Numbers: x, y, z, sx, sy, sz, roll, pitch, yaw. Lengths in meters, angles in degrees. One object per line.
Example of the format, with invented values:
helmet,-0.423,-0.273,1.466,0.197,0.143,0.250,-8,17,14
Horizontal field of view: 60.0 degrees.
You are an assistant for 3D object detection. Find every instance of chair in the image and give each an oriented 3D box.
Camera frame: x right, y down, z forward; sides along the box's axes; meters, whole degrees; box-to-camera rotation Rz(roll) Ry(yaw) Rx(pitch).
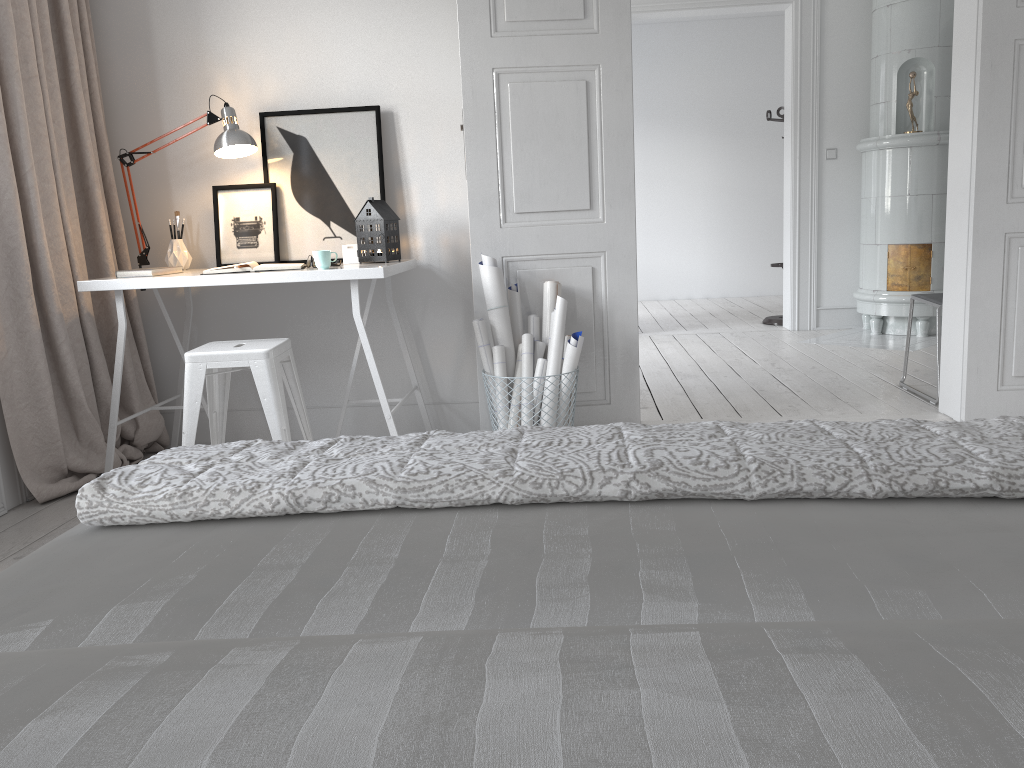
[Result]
chair,2.187,-0.347,4.138,0.562,0.797,0.525,-2,10,4
chair,-0.942,0.122,3.155,0.407,0.527,0.410,-3,10,-1

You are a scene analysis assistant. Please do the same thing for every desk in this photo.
desk,-0.938,-0.057,3.451,1.163,0.776,0.641,-2,10,4

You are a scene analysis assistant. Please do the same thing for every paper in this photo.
paper,0.053,0.058,3.432,0.054,0.431,0.253,6,13,39
paper,0.025,0.033,3.415,0.047,0.358,0.239,1,11,18
paper,-0.065,0.017,3.442,0.166,0.546,0.046,3,12,27
paper,0.101,0.094,3.405,0.078,0.389,0.234,4,12,34
paper,0.152,-0.070,3.518,0.073,0.669,0.181,2,11,26
paper,0.213,0.043,3.448,0.123,0.464,0.057,-7,11,-23
paper,0.158,-0.004,3.455,0.153,0.553,0.060,-11,13,-40
paper,-0.039,0.033,3.404,0.047,0.360,0.129,-4,10,-7
paper,0.089,0.003,3.501,0.047,0.541,0.200,-1,10,8
paper,0.071,-0.111,3.419,0.181,0.793,0.431,-12,14,-42
paper,0.061,0.018,3.381,0.049,0.403,0.244,-2,10,7

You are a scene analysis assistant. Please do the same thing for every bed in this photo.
bed,0.094,0.247,0.455,1.888,1.167,2.177,-2,10,4

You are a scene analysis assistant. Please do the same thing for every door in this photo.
door,0.142,-0.929,3.487,0.678,2.325,0.034,-4,10,-5
door,2.111,-1.006,3.379,0.666,2.325,0.034,-2,10,4

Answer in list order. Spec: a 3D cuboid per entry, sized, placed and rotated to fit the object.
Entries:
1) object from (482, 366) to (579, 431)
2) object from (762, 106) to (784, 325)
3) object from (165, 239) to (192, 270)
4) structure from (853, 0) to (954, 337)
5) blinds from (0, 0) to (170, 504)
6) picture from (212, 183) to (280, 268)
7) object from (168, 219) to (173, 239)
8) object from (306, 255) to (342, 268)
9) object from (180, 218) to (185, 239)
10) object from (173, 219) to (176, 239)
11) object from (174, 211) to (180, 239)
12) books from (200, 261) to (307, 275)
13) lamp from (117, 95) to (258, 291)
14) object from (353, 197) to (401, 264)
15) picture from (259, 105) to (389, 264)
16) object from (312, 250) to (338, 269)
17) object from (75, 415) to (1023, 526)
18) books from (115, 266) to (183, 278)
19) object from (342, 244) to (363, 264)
object,0.079,0.113,3.431,0.374,0.350,0.374,-2,10,6
object,2.164,-1.308,6.966,0.375,1.657,0.375,-11,13,-37
object,-1.380,-0.534,3.664,0.101,0.126,0.101,-2,10,4
structure,2.777,-1.723,6.064,0.787,2.741,0.788,-5,11,-13
blinds,-1.665,-0.948,3.217,0.225,2.678,0.831,-2,10,4
picture,-1.081,-0.643,3.609,0.261,0.333,0.062,-2,10,4
object,-1.397,-0.575,3.657,0.008,0.207,0.054,-9,12,-30
object,-0.699,-0.454,3.277,0.133,0.047,0.114,-4,11,-8
object,-1.368,-0.578,3.663,0.054,0.207,0.008,-5,11,-12
object,-1.392,-0.576,3.668,0.008,0.207,0.054,-4,10,-8
object,-1.378,-0.595,3.671,0.023,0.239,0.028,-3,10,1
books,-0.946,-0.432,3.266,0.358,0.029,0.291,-5,11,-9
lamp,-1.268,-0.746,3.478,0.568,0.745,0.164,-3,10,0
object,-0.517,-0.593,3.419,0.135,0.248,0.135,1,11,20
picture,-0.761,-0.800,3.599,0.493,0.614,0.062,-2,10,4
object,-0.658,-0.437,3.119,0.082,0.065,0.064,-2,10,3
object,0.161,0.114,1.286,1.460,0.104,0.405,-2,10,4
books,-1.355,-0.420,3.321,0.149,0.024,0.207,-1,11,11
object,-0.626,-0.511,3.486,0.065,0.073,0.078,-3,10,0
